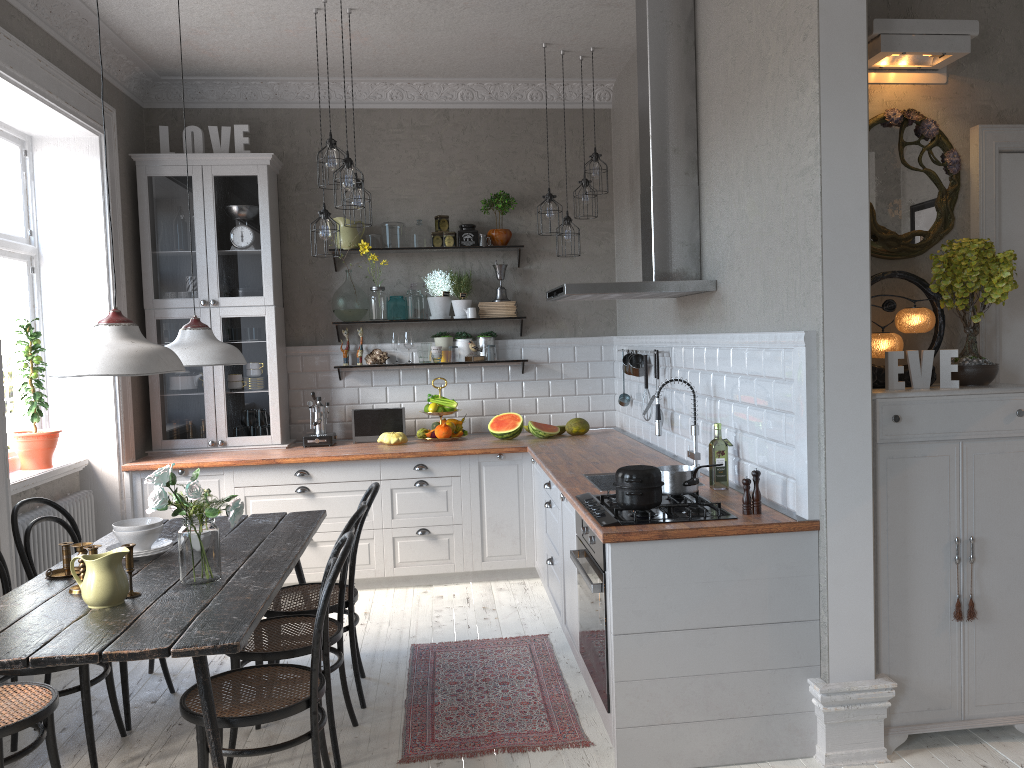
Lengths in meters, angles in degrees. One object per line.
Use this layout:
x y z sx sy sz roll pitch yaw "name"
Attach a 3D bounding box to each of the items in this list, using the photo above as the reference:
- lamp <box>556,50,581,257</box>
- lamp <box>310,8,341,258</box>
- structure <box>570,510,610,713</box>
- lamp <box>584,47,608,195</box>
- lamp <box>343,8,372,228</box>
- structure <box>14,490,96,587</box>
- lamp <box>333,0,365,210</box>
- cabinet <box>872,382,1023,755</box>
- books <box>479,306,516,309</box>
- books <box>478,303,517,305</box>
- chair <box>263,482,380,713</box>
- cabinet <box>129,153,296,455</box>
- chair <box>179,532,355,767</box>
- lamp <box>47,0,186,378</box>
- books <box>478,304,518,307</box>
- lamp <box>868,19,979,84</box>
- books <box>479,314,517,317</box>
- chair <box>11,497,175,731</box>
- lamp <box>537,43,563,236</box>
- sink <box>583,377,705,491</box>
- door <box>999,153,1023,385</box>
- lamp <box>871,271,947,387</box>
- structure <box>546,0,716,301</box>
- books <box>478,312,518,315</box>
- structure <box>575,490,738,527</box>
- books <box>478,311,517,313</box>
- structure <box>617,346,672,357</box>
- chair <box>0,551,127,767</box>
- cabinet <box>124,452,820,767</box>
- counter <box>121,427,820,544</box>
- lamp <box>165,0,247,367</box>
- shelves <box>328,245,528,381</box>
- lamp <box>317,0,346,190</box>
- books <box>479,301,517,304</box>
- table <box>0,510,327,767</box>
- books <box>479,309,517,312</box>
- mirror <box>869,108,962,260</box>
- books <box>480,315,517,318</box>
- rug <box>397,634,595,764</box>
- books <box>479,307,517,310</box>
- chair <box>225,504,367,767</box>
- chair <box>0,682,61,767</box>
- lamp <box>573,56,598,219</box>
0.328 -1.671 5.540 0.149 1.735 0.144 -4 4 -34 "lamp"
-1.028 -1.553 4.723 0.150 1.735 0.143 -4 4 -39 "lamp"
0.573 0.823 3.441 0.621 0.623 0.619 -2 3 -6 "structure"
0.497 -2.055 5.478 0.149 1.735 0.144 -4 4 -34 "lamp"
-0.859 -1.718 4.732 0.149 1.735 0.145 -3 3 -19 "lamp"
-2.422 0.851 4.573 0.149 0.428 1.215 -2 3 -7 "structure"
-0.847 -1.753 4.417 0.143 1.735 0.150 1 4 41 "lamp"
1.584 0.659 3.332 0.670 1.297 0.382 -2 3 -7 "cabinet"
-0.098 -0.535 6.205 0.261 0.011 0.157 -2 3 -1 "books"
-0.099 -0.557 6.204 0.260 0.016 0.158 -2 3 2 "books"
-0.829 0.900 3.812 0.553 0.921 0.435 -2 3 -9 "chair"
-1.941 -0.506 5.830 0.884 1.921 0.386 -2 3 -7 "cabinet"
-0.758 0.950 2.801 0.553 0.921 0.435 -2 3 -9 "chair"
-1.232 -0.954 2.655 0.372 1.859 0.386 0 4 32 "lamp"
-0.099 -0.546 6.205 0.260 0.016 0.158 -2 3 6 "books"
1.521 -1.264 3.376 0.418 0.171 0.218 -2 3 -7 "lamp"
-0.096 -0.481 6.208 0.261 0.011 0.157 -2 3 -1 "books"
-1.761 0.934 3.736 0.547 0.921 0.440 -2 3 6 "chair"
0.207 -1.782 5.385 0.144 1.735 0.149 0 3 26 "lamp"
0.619 0.332 4.076 0.531 0.720 0.483 -2 3 -6 "sink"
2.344 0.154 3.634 0.755 2.183 0.079 -2 3 -7 "door"
1.453 -0.151 3.373 0.449 0.558 0.172 -2 3 1 "lamp"
0.540 -1.233 4.390 0.716 1.596 0.708 -2 3 -6 "structure"
-0.097 -0.492 6.208 0.260 0.016 0.158 -2 3 6 "books"
0.535 0.460 3.423 0.498 0.031 0.602 -2 3 -6 "structure"
-0.097 -0.503 6.207 0.260 0.016 0.158 -2 3 2 "books"
0.782 -0.196 5.336 0.095 0.053 1.080 -2 3 -5 "structure"
-1.738 0.958 3.251 0.553 0.921 0.435 -2 3 -9 "chair"
-0.185 0.857 4.801 4.107 0.854 2.030 1 4 40 "cabinet"
-0.637 0.471 4.578 3.177 0.039 3.373 -2 3 -6 "counter"
-1.306 -0.997 3.541 0.379 1.859 0.379 -2 3 2 "lamp"
-0.565 -0.474 6.143 1.323 0.923 0.227 -2 3 -7 "shelves"
-0.960 -1.887 4.556 0.149 1.735 0.145 -3 3 -19 "lamp"
-0.099 -0.568 6.204 0.261 0.011 0.157 -2 3 -1 "books"
-1.251 1.034 3.295 0.909 0.735 1.910 -2 3 -5 "table"
-0.097 -0.514 6.207 0.261 0.011 0.157 -2 3 -1 "books"
1.528 -0.789 3.481 0.535 0.593 0.071 -2 3 -7 "mirror"
-0.096 -0.470 6.209 0.262 0.011 0.157 -2 3 -4 "books"
-0.104 1.325 3.873 0.740 0.014 1.283 -2 3 -5 "rug"
-0.098 -0.525 6.206 0.262 0.011 0.157 -2 3 -4 "books"
-0.806 0.924 3.330 0.549 0.921 0.438 -2 3 1 "chair"
-1.688 0.985 2.701 0.549 0.921 0.438 -2 3 1 "chair"
0.446 -1.933 5.648 0.144 1.735 0.150 0 4 36 "lamp"
